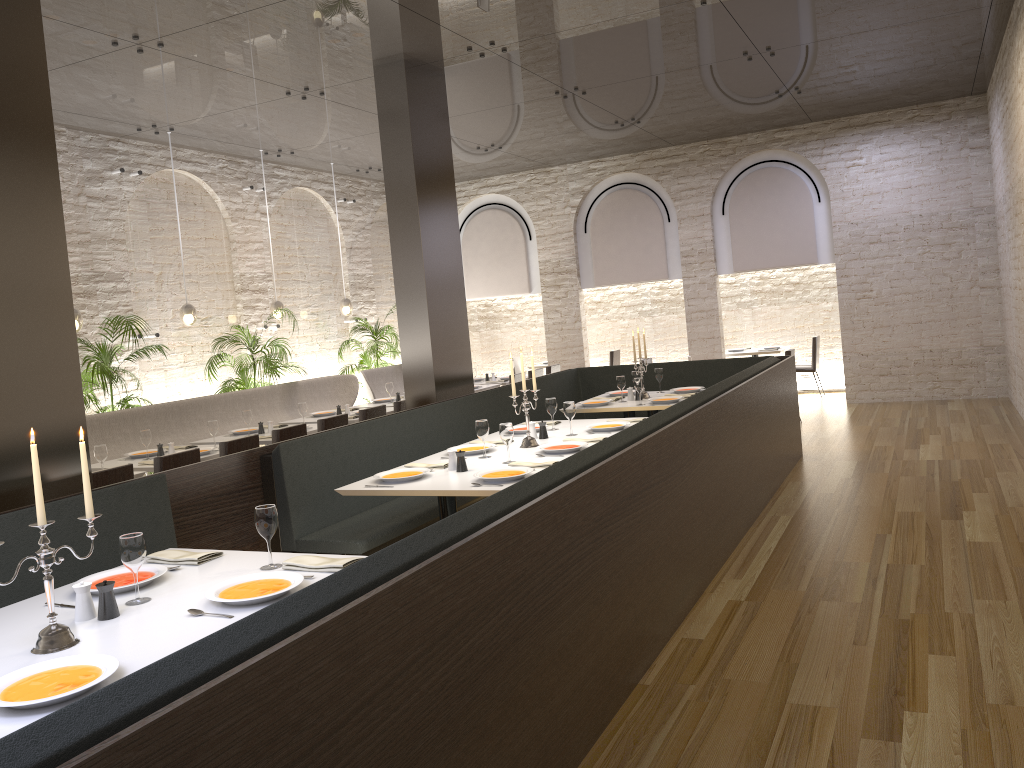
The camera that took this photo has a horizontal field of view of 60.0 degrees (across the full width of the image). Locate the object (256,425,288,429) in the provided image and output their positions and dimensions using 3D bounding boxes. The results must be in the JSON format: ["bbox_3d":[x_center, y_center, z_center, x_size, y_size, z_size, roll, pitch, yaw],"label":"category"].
[{"bbox_3d":[-2.295,0.407,8.485,0.272,0.033,0.143,-3,5,26],"label":"object"}]

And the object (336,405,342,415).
[{"bbox_3d":[-1.771,0.268,9.073,0.059,0.109,0.059,-4,3,17],"label":"object"}]

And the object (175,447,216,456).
[{"bbox_3d":[-2.470,0.538,6.904,0.321,0.036,0.322,-5,4,8],"label":"object"}]

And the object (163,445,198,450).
[{"bbox_3d":[-2.790,0.533,7.438,0.272,0.033,0.143,-3,5,26],"label":"object"}]

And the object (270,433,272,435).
[{"bbox_3d":[-2.057,0.440,7.788,0.181,0.015,0.038,-3,5,27],"label":"object"}]

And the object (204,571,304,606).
[{"bbox_3d":[-0.857,0.691,2.962,0.321,0.036,0.322,-1,6,45],"label":"object"}]

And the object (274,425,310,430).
[{"bbox_3d":[-1.975,0.412,7.951,0.321,0.036,0.322,-5,4,4],"label":"object"}]

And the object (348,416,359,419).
[{"bbox_3d":[-1.630,0.331,8.684,0.272,0.033,0.143,-3,5,26],"label":"object"}]

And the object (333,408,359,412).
[{"bbox_3d":[-1.796,0.281,9.542,0.272,0.033,0.143,-3,5,26],"label":"object"}]

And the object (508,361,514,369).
[{"bbox_3d":[-0.004,-0.202,12.300,0.086,0.230,0.086,-7,3,-34],"label":"object"}]

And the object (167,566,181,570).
[{"bbox_3d":[-1.348,0.708,3.423,0.181,0.015,0.038,-3,5,27],"label":"object"}]

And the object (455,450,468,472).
[{"bbox_3d":[-0.288,0.438,5.028,0.069,0.126,0.068,-7,3,-33],"label":"object"}]

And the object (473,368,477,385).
[{"bbox_3d":[-0.485,-0.080,11.284,0.086,0.230,0.086,-7,3,-34],"label":"object"}]

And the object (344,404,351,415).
[{"bbox_3d":[-1.689,0.259,9.084,0.059,0.109,0.059,-4,3,17],"label":"object"}]

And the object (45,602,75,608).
[{"bbox_3d":[-1.532,0.758,3.034,0.185,0.010,0.017,-3,4,26],"label":"object"}]

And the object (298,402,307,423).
[{"bbox_3d":[-1.935,0.289,8.214,0.086,0.230,0.086,-6,2,-22],"label":"object"}]

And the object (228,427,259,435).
[{"bbox_3d":[-2.458,0.438,8.184,0.321,0.036,0.322,-5,4,4],"label":"object"}]

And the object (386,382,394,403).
[{"bbox_3d":[-1.375,0.101,9.995,0.086,0.230,0.086,-7,3,-34],"label":"object"}]

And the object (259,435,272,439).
[{"bbox_3d":[-2.129,0.458,7.628,0.272,0.033,0.143,-3,5,26],"label":"object"}]

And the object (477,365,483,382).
[{"bbox_3d":[-0.427,-0.140,12.001,0.086,0.230,0.086,-7,3,-34],"label":"object"}]

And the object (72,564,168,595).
[{"bbox_3d":[-1.428,0.722,3.237,0.321,0.036,0.322,-1,6,45],"label":"object"}]

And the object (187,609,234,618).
[{"bbox_3d":[-0.947,0.721,2.779,0.181,0.015,0.038,-3,5,27],"label":"object"}]

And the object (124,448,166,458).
[{"bbox_3d":[-2.953,0.564,7.137,0.321,0.036,0.322,-5,4,8],"label":"object"}]

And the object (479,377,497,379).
[{"bbox_3d":[-0.364,-0.083,12.574,0.272,0.033,0.143,-3,5,26],"label":"object"}]

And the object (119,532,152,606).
[{"bbox_3d":[-1.281,0.627,3.010,0.086,0.230,0.087,-4,3,38],"label":"object"}]

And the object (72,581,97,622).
[{"bbox_3d":[-1.390,0.704,2.877,0.068,0.126,0.069,-4,3,19],"label":"object"}]

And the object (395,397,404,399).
[{"bbox_3d":[-1.320,0.160,10.550,0.272,0.033,0.143,-3,5,26],"label":"object"}]

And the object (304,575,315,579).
[{"bbox_3d":[-0.777,0.680,3.137,0.185,0.010,0.017,-3,4,26],"label":"object"}]

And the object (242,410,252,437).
[{"bbox_3d":[-2.358,0.350,7.914,0.086,0.230,0.086,-6,2,-22],"label":"object"}]

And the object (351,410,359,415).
[{"bbox_3d":[-1.476,0.285,9.007,0.321,0.036,0.322,-5,4,4],"label":"object"}]

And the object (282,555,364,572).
[{"bbox_3d":[-0.691,0.654,3.252,0.272,0.033,0.143,-3,5,26],"label":"object"}]

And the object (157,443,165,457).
[{"bbox_3d":[-2.766,0.520,6.969,0.059,0.109,0.059,-4,3,17],"label":"object"}]

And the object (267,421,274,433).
[{"bbox_3d":[-2.188,0.386,8.028,0.059,0.109,0.059,-4,3,17],"label":"object"}]

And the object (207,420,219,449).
[{"bbox_3d":[-2.419,0.412,7.189,0.086,0.230,0.086,-4,3,32],"label":"object"}]

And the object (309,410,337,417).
[{"bbox_3d":[-1.959,0.312,9.241,0.321,0.036,0.322,-5,4,4],"label":"object"}]

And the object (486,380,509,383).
[{"bbox_3d":[-0.197,-0.033,11.716,0.272,0.033,0.143,-3,5,26],"label":"object"}]

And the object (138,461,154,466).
[{"bbox_3d":[-2.624,0.584,6.580,0.272,0.033,0.143,-3,5,26],"label":"object"}]

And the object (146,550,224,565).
[{"bbox_3d":[-1.310,0.688,3.548,0.272,0.033,0.143,-3,5,26],"label":"object"}]

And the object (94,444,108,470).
[{"bbox_3d":[-2.805,0.534,6.060,0.086,0.230,0.086,-6,2,-22],"label":"object"}]

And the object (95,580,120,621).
[{"bbox_3d":[-1.310,0.697,2.865,0.068,0.126,0.069,-4,3,19],"label":"object"}]

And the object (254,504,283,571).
[{"bbox_3d":[-0.909,0.570,3.302,0.086,0.230,0.087,-4,3,38],"label":"object"}]

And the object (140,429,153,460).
[{"bbox_3d":[-2.842,0.473,6.890,0.086,0.230,0.086,-6,2,-16],"label":"object"}]

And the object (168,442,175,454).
[{"bbox_3d":[-2.683,0.512,6.980,0.059,0.109,0.059,-4,3,17],"label":"object"}]

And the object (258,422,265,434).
[{"bbox_3d":[-2.271,0.395,8.017,0.059,0.109,0.059,-4,3,17],"label":"object"}]

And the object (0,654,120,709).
[{"bbox_3d":[-1.181,0.773,2.276,0.321,0.036,0.322,-5,4,1],"label":"object"}]

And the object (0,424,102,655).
[{"bbox_3d":[-1.383,0.451,2.617,0.131,0.656,0.391,-4,3,36],"label":"object"}]

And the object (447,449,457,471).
[{"bbox_3d":[-0.341,0.436,5.108,0.069,0.126,0.068,-7,3,-41],"label":"object"}]
